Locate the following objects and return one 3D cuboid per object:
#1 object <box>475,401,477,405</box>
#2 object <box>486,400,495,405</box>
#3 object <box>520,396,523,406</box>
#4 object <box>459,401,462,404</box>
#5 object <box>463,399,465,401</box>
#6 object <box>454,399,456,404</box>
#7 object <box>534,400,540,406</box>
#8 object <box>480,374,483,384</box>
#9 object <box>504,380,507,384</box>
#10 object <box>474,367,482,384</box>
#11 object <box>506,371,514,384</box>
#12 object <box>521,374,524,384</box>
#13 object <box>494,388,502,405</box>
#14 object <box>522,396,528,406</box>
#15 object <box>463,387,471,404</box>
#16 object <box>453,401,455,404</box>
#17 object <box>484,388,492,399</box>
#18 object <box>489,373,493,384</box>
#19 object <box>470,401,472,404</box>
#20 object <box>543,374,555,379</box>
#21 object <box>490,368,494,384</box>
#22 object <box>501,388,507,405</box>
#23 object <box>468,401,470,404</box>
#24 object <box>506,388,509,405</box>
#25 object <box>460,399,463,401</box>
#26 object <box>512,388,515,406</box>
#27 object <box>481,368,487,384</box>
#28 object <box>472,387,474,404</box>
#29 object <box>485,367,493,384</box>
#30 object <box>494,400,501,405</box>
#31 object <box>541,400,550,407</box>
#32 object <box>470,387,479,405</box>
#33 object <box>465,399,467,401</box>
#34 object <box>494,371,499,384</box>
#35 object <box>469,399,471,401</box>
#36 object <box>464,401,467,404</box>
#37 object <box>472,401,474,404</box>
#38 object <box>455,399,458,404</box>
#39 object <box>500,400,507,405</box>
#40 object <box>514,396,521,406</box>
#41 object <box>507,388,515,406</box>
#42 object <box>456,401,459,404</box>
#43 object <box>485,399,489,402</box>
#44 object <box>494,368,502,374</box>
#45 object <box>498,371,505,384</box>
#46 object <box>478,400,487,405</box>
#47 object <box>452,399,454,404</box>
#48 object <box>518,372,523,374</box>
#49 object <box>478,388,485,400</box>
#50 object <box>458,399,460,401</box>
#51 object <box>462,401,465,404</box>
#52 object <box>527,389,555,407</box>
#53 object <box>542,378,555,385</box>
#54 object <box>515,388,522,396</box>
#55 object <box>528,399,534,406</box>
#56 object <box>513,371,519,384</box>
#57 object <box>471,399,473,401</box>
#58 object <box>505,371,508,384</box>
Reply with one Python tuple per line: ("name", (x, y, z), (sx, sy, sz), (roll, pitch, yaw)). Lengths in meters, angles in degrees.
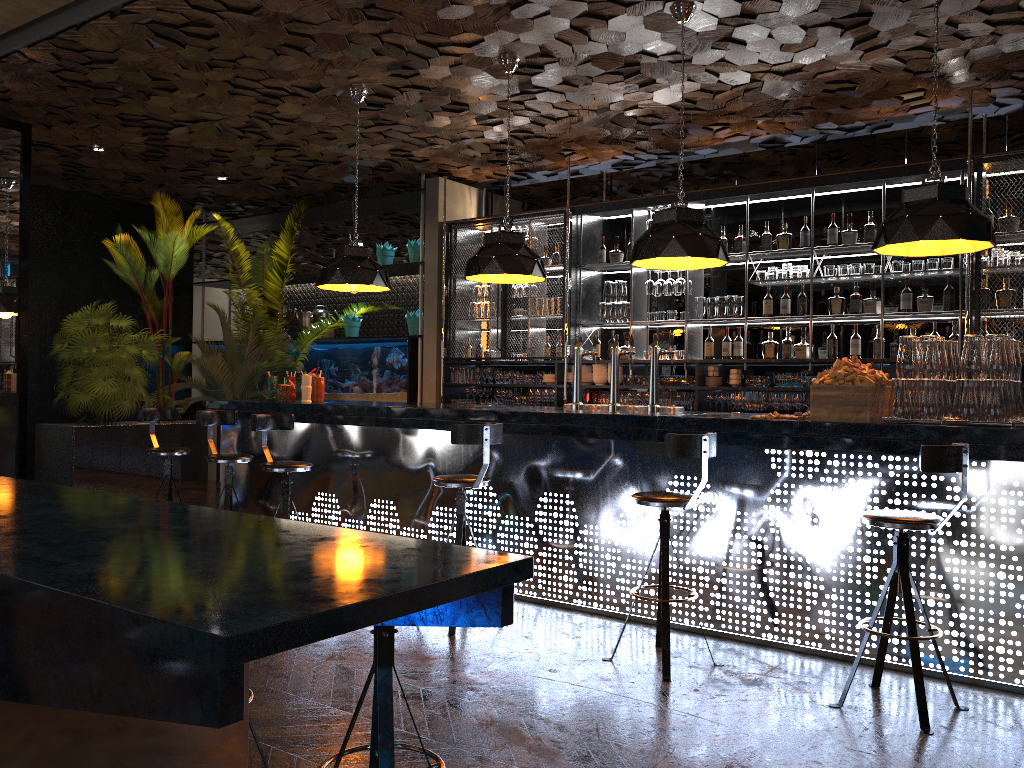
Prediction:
("object", (-0.397, 0.228, 9.752), (0.034, 0.080, 0.034), (1, 0, -45))
("object", (-0.222, 0.216, 9.271), (0.093, 0.101, 0.093), (1, 0, -2))
("object", (0.113, 0.199, 9.207), (0.074, 0.146, 0.065), (1, 0, -42))
("object", (-0.555, 0.225, 9.534), (0.034, 0.080, 0.034), (1, 0, 0))
("object", (-0.530, 0.216, 9.650), (0.031, 0.098, 0.031), (1, 0, -9))
("object", (-0.611, 0.214, 9.604), (0.033, 0.101, 0.033), (1, 0, 16))
("object", (0.259, 0.201, 9.238), (0.065, 0.146, 0.074), (1, 0, -32))
("object", (-0.337, -0.080, 9.725), (0.051, 0.152, 0.058), (1, 0, -3))
("object", (-0.061, -0.065, 9.411), (0.081, 0.132, 0.081), (1, 0, 8))
("object", (-0.359, -0.089, 9.360), (0.087, 0.170, 0.087), (1, 0, -4))
("object", (-0.021, -0.064, 9.124), (0.074, 0.131, 0.074), (1, 0, -41))
("object", (0.097, -0.048, 9.144), (0.078, 0.103, 0.078), (1, 0, -11))
("object", (-0.144, 0.154, 9.199), (0.077, 0.229, 0.088), (1, 0, -41))
("object", (0.134, 0.199, 9.070), (0.074, 0.146, 0.065), (1, 0, 30))
("object", (-0.474, 0.150, 9.458), (0.091, 0.227, 0.091), (1, 0, -2))
("object", (-0.634, 0.215, 9.641), (0.028, 0.097, 0.028), (1, 0, -5))
("object", (-0.265, 0.153, 9.577), (0.091, 0.227, 0.091), (1, 0, -1))
("object", (-0.239, -0.087, 9.373), (0.087, 0.170, 0.087), (1, 0, -4))
("object", (-0.450, 0.227, 9.679), (0.034, 0.080, 0.034), (1, 0, 35))
("object", (0.412, -0.065, 8.894), (0.209, 0.060, 0.211), (1, 0, -10))
("object", (-0.220, -0.086, 9.552), (0.087, 0.170, 0.087), (1, 0, -4))
("object", (-0.089, 0.155, 9.272), (0.088, 0.229, 0.077), (1, 0, -5))
("object", (-0.473, 0.226, 9.645), (0.034, 0.080, 0.034), (1, 0, 18))
("object", (-0.045, 0.155, 9.341), (0.088, 0.229, 0.077), (1, 0, -39))
("object", (-0.548, 0.216, 9.621), (0.031, 0.098, 0.031), (1, 0, -3))
("object", (0.010, 0.156, 9.415), (0.077, 0.229, 0.088), (1, 0, 10))
("object", (-0.290, -0.088, 9.456), (0.087, 0.170, 0.087), (1, 0, -4))
("object", (-0.409, 0.151, 9.545), (0.091, 0.227, 0.091), (1, 0, -15))
("object", (-0.242, -0.087, 9.263), (0.087, 0.170, 0.087), (1, 0, -4))
("object", (-0.165, 0.217, 9.361), (0.093, 0.101, 0.093), (1, 0, -33))
("object", (0.459, 0.164, 9.130), (0.376, 0.227, 0.186), (1, 0, 34))
("object", (-0.399, 0.151, 9.402), (0.091, 0.227, 0.091), (1, 0, -31))
("object", (-0.505, 0.216, 9.683), (0.031, 0.098, 0.031), (1, 0, -32))
("object", (-0.146, -0.067, 9.292), (0.081, 0.132, 0.081), (1, 0, 8))
("object", (-0.463, 0.217, 9.743), (0.031, 0.098, 0.031), (1, 0, -7))
("object", (-0.504, 0.226, 9.608), (0.034, 0.080, 0.034), (1, 0, 44))
("object", (-0.426, 0.227, 9.715), (0.034, 0.080, 0.034), (1, 0, -45))
("object", (-0.596, 0.215, 9.559), (0.031, 0.098, 0.031), (1, 0, -16))
("object", (-0.102, 0.218, 9.441), (0.093, 0.101, 0.093), (1, 0, -39))
("object", (0.054, 0.198, 9.122), (0.074, 0.146, 0.065), (1, 0, 12))
("object", (-0.010, 0.156, 9.210), (0.088, 0.229, 0.077), (1, 0, 35))
("object", (-0.580, 0.224, 9.498), (0.034, 0.080, 0.034), (1, 0, -41))
("object", (-0.249, 0.216, 9.420), (0.093, 0.101, 0.093), (1, 0, -3))
("object", (-0.154, -0.085, 9.491), (0.087, 0.170, 0.087), (1, 0, -4))
("object", (-0.109, -0.067, 9.201), (0.081, 0.132, 0.081), (1, 0, 8))
("object", (-0.311, 0.215, 9.335), (0.093, 0.101, 0.093), (1, 0, 4))
("object", (-0.639, 0.214, 9.569), (0.033, 0.101, 0.033), (1, 0, -30))
("object", (0.082, -0.062, 9.264), (0.074, 0.131, 0.074), (1, 0, -41))
("object", (-0.336, 0.152, 9.485), (0.091, 0.227, 0.091), (1, 0, -1))
("object", (-0.575, 0.215, 9.591), (0.031, 0.098, 0.031), (1, 0, 9))
("object", (-0.527, 0.225, 9.574), (0.034, 0.080, 0.034), (1, 0, 3))
("object", (0.344, 0.162, 8.971), (0.376, 0.227, 0.186), (1, 0, 34))
("object", (0.411, -0.024, 8.895), (0.211, 0.060, 0.209), (1, 0, -5))
("object", (0.065, 0.157, 9.308), (0.088, 0.229, 0.077), (1, 0, 37))
("object", (0.196, 0.200, 9.157), (0.074, 0.146, 0.065), (1, 0, -31))
("object", (0.032, -0.063, 9.193), (0.074, 0.131, 0.074), (1, 0, -41))
("object", (-0.444, 0.218, 9.773), (0.031, 0.098, 0.031), (1, 0, 40))
("object", (-0.041, -0.065, 9.301), (0.081, 0.132, 0.081), (1, 0, 8))
